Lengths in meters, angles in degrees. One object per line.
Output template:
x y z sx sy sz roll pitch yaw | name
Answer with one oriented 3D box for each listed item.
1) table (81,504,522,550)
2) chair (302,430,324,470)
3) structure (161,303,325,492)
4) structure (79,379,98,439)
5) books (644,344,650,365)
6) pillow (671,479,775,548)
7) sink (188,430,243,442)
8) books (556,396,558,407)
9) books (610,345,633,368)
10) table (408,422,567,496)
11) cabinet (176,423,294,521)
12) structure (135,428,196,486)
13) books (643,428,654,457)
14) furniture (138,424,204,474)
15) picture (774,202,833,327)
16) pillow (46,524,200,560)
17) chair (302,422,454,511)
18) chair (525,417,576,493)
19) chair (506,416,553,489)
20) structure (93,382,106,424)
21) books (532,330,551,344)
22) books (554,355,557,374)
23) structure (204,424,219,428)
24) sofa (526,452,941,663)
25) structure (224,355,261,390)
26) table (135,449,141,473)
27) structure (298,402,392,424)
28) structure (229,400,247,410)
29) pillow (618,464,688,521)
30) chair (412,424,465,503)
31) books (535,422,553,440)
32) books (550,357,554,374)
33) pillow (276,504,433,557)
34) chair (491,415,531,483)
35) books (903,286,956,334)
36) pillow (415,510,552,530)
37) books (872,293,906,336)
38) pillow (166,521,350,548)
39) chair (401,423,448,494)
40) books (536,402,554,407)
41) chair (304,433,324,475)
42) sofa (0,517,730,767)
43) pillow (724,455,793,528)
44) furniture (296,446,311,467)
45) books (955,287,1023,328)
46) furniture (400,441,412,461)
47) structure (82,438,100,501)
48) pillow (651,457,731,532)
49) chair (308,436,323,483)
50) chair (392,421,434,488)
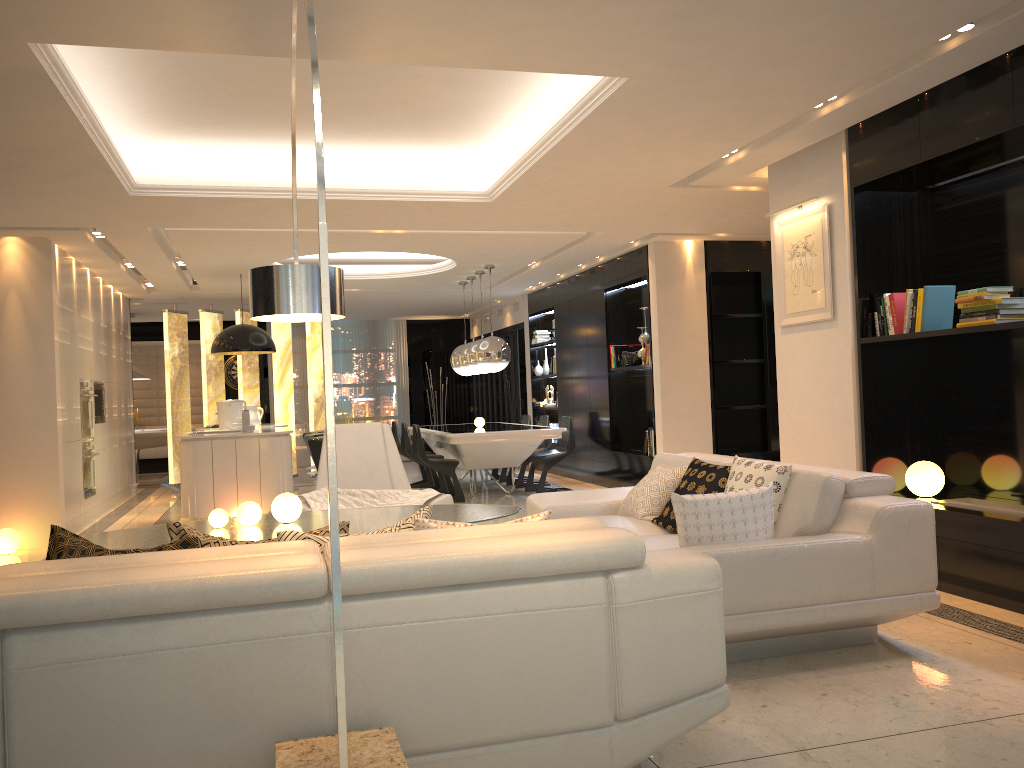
-0.978 0.944 4.183 2.140 0.565 0.999 -2 -1 -16 | table
-2.367 0.971 10.979 0.380 0.789 0.380 -3 -1 42 | chair
-3.664 0.155 12.376 2.180 2.555 0.448 -2 -1 -15 | structure
-4.548 0.259 8.947 0.595 0.597 0.609 -2 -1 -15 | structure
1.505 -0.320 9.282 0.189 0.238 0.290 -2 -1 -17 | books
0.942 0.594 3.933 0.521 0.325 0.281 -2 -1 -6 | pillow
-2.923 0.553 8.791 0.485 0.152 0.738 -2 -1 -15 | sink
0.716 0.204 12.272 0.182 0.232 0.284 -2 -1 -12 | books
1.261 -0.317 10.171 0.210 0.270 0.236 -2 -1 -16 | books
-0.403 0.904 10.739 1.293 0.759 3.031 -2 -1 -15 | table
-3.021 0.940 9.945 1.046 0.887 3.752 -2 -1 -15 | cabinet
-6.352 1.144 13.611 2.912 0.812 1.659 -2 -1 -15 | structure
1.522 0.601 9.299 0.222 0.296 0.345 -2 -1 -15 | books
-6.082 1.164 16.269 1.312 0.810 1.107 -2 -1 -15 | furniture
1.909 -0.762 5.812 0.027 0.729 0.610 -2 -1 -15 | picture
-1.192 0.652 2.726 0.575 0.436 0.301 -2 -1 16 | pillow
-0.963 0.764 5.878 1.027 0.991 0.983 -2 -1 -16 | chair
0.429 0.816 10.191 0.496 0.858 0.523 -2 -1 -15 | chair
0.204 0.833 11.010 0.496 0.858 0.523 -2 -1 -15 | chair
-4.735 0.215 9.669 0.446 0.450 0.659 -2 -1 -15 | structure
0.434 -0.690 13.114 0.259 0.188 0.302 -2 -1 -9 | books
0.702 -0.272 12.266 0.212 0.261 0.252 -2 -1 -15 | books
-3.534 0.515 11.006 0.502 0.026 0.811 -2 -1 -15 | structure
0.929 0.794 4.637 1.145 0.754 2.328 -2 -1 -15 | sofa
-4.892 -0.213 16.029 0.669 0.669 0.048 -2 -1 -15 | structure
-6.993 1.377 16.010 0.608 0.457 1.143 -2 -1 -15 | table
-2.937 0.864 15.723 1.282 1.142 1.275 -3 -1 31 | structure
-2.723 0.318 8.823 0.177 0.310 0.089 -2 -1 -15 | structure
0.820 0.632 5.148 0.351 0.329 0.521 -2 -1 -15 | pillow
-0.816 0.862 9.722 0.496 0.858 0.523 -2 -1 -15 | chair
0.479 0.694 13.159 0.210 0.270 0.236 -2 -1 -16 | books
0.647 -0.265 12.468 0.207 0.256 0.245 -2 -1 -16 | books
-0.471 0.628 2.822 0.587 0.429 0.288 -2 -1 -40 | pillow
-0.009 0.849 11.788 0.496 0.858 0.523 -2 -1 -15 | chair
2.371 -0.418 5.053 0.212 0.261 0.210 -2 -1 -15 | books
-0.095 0.616 2.955 0.463 0.380 0.222 -2 -1 -11 | pillow
2.305 -0.417 5.276 0.208 0.270 0.240 -2 -1 -15 | books
-0.798 0.636 2.809 0.575 0.436 0.301 -2 -1 -9 | pillow
-1.045 0.879 10.558 0.496 0.858 0.523 -2 -1 -15 | chair
0.485 0.300 13.098 0.209 0.073 0.266 -2 -1 -12 | books
-2.186 0.956 10.165 0.380 0.789 0.380 -2 -1 -33 | chair
-0.616 0.839 2.866 2.328 0.754 1.145 -2 -1 -15 | sofa
1.110 0.562 4.280 0.255 0.399 0.526 -2 -1 -15 | pillow
-3.924 1.297 15.869 0.735 0.357 0.735 -2 -1 -13 | furniture
2.512 -0.398 4.631 0.260 0.197 0.296 -2 -1 -13 | books
-2.094 1.226 16.276 0.735 0.357 0.735 -2 -1 -43 | furniture
-4.523 0.868 8.941 0.595 0.597 0.609 -2 -1 -15 | structure
0.949 0.588 4.710 0.323 0.355 0.524 -2 -1 -15 | pillow
-1.882 0.934 9.208 0.380 0.789 0.380 -3 -1 17 | chair
-1.269 0.896 11.377 0.496 0.858 0.523 -2 -1 -15 | chair
